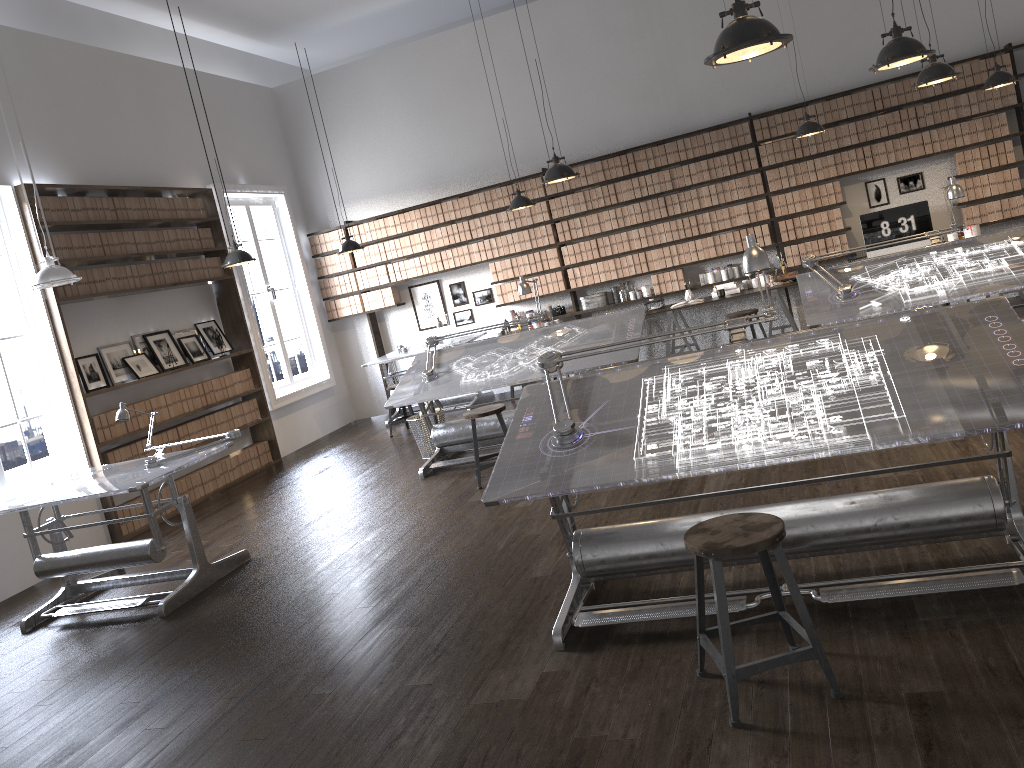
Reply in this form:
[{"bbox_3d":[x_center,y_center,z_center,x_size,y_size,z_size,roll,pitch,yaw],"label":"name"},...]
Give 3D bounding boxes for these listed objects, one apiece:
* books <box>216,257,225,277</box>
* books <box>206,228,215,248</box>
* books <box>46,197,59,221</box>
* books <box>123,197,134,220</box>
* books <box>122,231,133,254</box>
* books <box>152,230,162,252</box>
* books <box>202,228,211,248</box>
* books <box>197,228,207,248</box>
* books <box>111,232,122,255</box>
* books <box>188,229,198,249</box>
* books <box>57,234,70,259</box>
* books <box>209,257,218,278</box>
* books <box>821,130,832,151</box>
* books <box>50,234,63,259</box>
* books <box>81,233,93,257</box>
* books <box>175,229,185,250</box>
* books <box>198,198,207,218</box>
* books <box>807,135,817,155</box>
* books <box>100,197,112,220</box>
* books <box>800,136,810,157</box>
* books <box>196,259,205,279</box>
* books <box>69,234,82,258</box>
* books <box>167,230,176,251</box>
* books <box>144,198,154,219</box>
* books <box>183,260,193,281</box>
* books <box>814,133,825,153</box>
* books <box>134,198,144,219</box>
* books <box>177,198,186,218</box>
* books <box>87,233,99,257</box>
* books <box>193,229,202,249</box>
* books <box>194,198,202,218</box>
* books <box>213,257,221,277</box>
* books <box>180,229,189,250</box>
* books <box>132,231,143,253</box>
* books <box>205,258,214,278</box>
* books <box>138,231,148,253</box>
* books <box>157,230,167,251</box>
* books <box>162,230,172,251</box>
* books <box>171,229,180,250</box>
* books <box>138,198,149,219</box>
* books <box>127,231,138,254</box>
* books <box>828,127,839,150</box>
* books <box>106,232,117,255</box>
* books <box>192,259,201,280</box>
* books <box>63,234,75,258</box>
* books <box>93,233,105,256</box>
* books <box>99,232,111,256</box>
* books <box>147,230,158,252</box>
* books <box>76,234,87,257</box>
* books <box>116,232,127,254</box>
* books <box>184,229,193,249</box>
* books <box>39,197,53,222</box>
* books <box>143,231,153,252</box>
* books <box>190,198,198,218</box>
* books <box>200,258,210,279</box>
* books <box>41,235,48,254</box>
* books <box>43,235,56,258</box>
[{"bbox_3d":[-3.165,-1.223,9.414,0.174,0.225,0.067,-11,5,18],"label":"books"},{"bbox_3d":[-3.248,-1.517,9.347,0.174,0.224,0.067,-11,5,18],"label":"books"},{"bbox_3d":[-3.897,-1.433,7.394,0.174,0.225,0.067,-11,5,18],"label":"books"},{"bbox_3d":[-3.636,-1.608,8.253,0.174,0.225,0.067,-11,5,18],"label":"books"},{"bbox_3d":[-3.603,-1.273,8.146,0.174,0.225,0.067,-11,5,18],"label":"books"},{"bbox_3d":[-3.491,-1.353,8.545,0.174,0.225,0.067,-11,5,18],"label":"books"},{"bbox_3d":[-3.271,-1.501,9.276,0.174,0.224,0.067,-11,5,18],"label":"books"},{"bbox_3d":[-3.287,-1.488,9.204,0.174,0.225,0.067,-11,5,18],"label":"books"},{"bbox_3d":[-3.646,-1.246,8.018,0.174,0.224,0.067,-11,5,18],"label":"books"},{"bbox_3d":[-3.330,-1.460,9.066,0.174,0.225,0.067,-11,5,18],"label":"books"},{"bbox_3d":[-3.823,-1.126,7.426,0.174,0.224,0.067,-11,5,18],"label":"books"},{"bbox_3d":[-3.198,-1.199,9.286,0.174,0.225,0.067,-11,5,18],"label":"books"},{"bbox_3d":[3.276,-2.534,9.237,0.066,0.225,0.176,-12,6,19],"label":"books"},{"bbox_3d":[-3.841,-1.112,7.357,0.174,0.225,0.067,-11,5,18],"label":"books"},{"bbox_3d":[-3.749,-1.177,7.681,0.174,0.225,0.067,-11,5,18],"label":"books"},{"bbox_3d":[-3.387,-1.420,8.867,0.174,0.225,0.067,-11,5,18],"label":"books"},{"bbox_3d":[-3.321,-1.823,9.311,0.174,0.225,0.067,-11,5,18],"label":"books"},{"bbox_3d":[3.143,-2.508,9.277,0.066,0.225,0.176,-12,6,18],"label":"books"},{"bbox_3d":[-3.719,-1.553,7.983,0.174,0.225,0.067,-11,5,18],"label":"books"},{"bbox_3d":[3.078,-2.496,9.303,0.066,0.225,0.176,-12,6,18],"label":"books"},{"bbox_3d":[-3.264,-1.157,9.090,0.174,0.225,0.067,-11,5,18],"label":"books"},{"bbox_3d":[-3.783,-1.152,7.548,0.174,0.225,0.067,-11,5,18],"label":"books"},{"bbox_3d":[-3.427,-1.394,8.745,0.174,0.224,0.067,-11,5,18],"label":"books"},{"bbox_3d":[-3.559,-1.663,8.526,0.174,0.224,0.067,-11,5,18],"label":"books"},{"bbox_3d":[-3.321,-1.117,8.888,0.174,0.224,0.067,-11,5,18],"label":"books"},{"bbox_3d":[3.210,-2.521,9.259,0.066,0.225,0.176,-12,6,19],"label":"books"},{"bbox_3d":[-3.603,-1.634,8.390,0.174,0.225,0.067,-11,5,18],"label":"books"},{"bbox_3d":[-3.419,-1.757,8.991,0.174,0.224,0.067,-11,5,18],"label":"books"},{"bbox_3d":[-3.725,-1.192,7.747,0.174,0.225,0.067,-11,5,18],"label":"books"},{"bbox_3d":[-3.314,-1.473,9.135,0.174,0.225,0.067,-11,5,18],"label":"books"},{"bbox_3d":[-3.345,-1.808,9.246,0.174,0.225,0.067,-11,5,18],"label":"books"},{"bbox_3d":[-3.184,-1.210,9.347,0.174,0.224,0.067,-11,5,18],"label":"books"},{"bbox_3d":[-3.374,-1.432,8.933,0.174,0.225,0.067,-11,5,18],"label":"books"},{"bbox_3d":[-3.563,-1.301,8.285,0.174,0.225,0.067,-11,5,18],"label":"books"},{"bbox_3d":[-3.217,-1.186,9.223,0.174,0.225,0.067,-11,5,18],"label":"books"},{"bbox_3d":[-3.544,-1.315,8.355,0.174,0.224,0.067,-11,5,18],"label":"books"},{"bbox_3d":[-3.470,-1.366,8.610,0.174,0.225,0.067,-11,5,18],"label":"books"},{"bbox_3d":[-3.446,-1.381,8.676,0.174,0.225,0.067,-11,5,18],"label":"books"},{"bbox_3d":[-3.411,-1.406,8.805,0.174,0.224,0.067,-11,5,18],"label":"books"},{"bbox_3d":[-3.581,-1.648,8.456,0.174,0.225,0.067,-11,5,18],"label":"books"},{"bbox_3d":[-3.586,-1.287,8.215,0.174,0.225,0.067,-11,5,18],"label":"books"},{"bbox_3d":[3.337,-2.545,9.210,0.066,0.225,0.176,-12,6,18],"label":"books"},{"bbox_3d":[-3.667,-1.233,7.957,0.174,0.224,0.067,-11,5,18],"label":"books"},{"bbox_3d":[-3.282,-1.144,9.024,0.174,0.225,0.067,-11,5,18],"label":"books"},{"bbox_3d":[-3.806,-1.138,7.486,0.174,0.224,0.067,-11,5,18],"label":"books"},{"bbox_3d":[-3.709,-1.204,7.816,0.174,0.225,0.067,-11,5,18],"label":"books"},{"bbox_3d":[-3.683,-1.220,7.885,0.174,0.225,0.067,-11,5,18],"label":"books"},{"bbox_3d":[-3.505,-1.340,8.477,0.174,0.225,0.067,-11,5,18],"label":"books"},{"bbox_3d":[-3.769,-1.164,7.614,0.174,0.225,0.067,-11,5,18],"label":"books"},{"bbox_3d":[-3.624,-1.259,8.077,0.174,0.225,0.067,-11,5,18],"label":"books"},{"bbox_3d":[-3.354,-1.445,9.000,0.174,0.225,0.067,-11,5,18],"label":"books"},{"bbox_3d":[-3.915,-1.419,7.324,0.174,0.225,0.067,-11,5,18],"label":"books"},{"bbox_3d":[-3.528,-1.327,8.415,0.174,0.224,0.067,-11,5,18],"label":"books"},{"bbox_3d":[-3.365,-1.795,9.178,0.174,0.225,0.067,-11,5,18],"label":"books"},{"bbox_3d":[-3.241,-1.171,9.155,0.174,0.225,0.067,-11,5,18],"label":"books"},{"bbox_3d":[-3.887,-1.084,7.226,0.174,0.225,0.067,-11,5,18],"label":"books"},{"bbox_3d":[-3.865,-1.098,7.291,0.174,0.225,0.067,-11,5,18],"label":"books"}]
